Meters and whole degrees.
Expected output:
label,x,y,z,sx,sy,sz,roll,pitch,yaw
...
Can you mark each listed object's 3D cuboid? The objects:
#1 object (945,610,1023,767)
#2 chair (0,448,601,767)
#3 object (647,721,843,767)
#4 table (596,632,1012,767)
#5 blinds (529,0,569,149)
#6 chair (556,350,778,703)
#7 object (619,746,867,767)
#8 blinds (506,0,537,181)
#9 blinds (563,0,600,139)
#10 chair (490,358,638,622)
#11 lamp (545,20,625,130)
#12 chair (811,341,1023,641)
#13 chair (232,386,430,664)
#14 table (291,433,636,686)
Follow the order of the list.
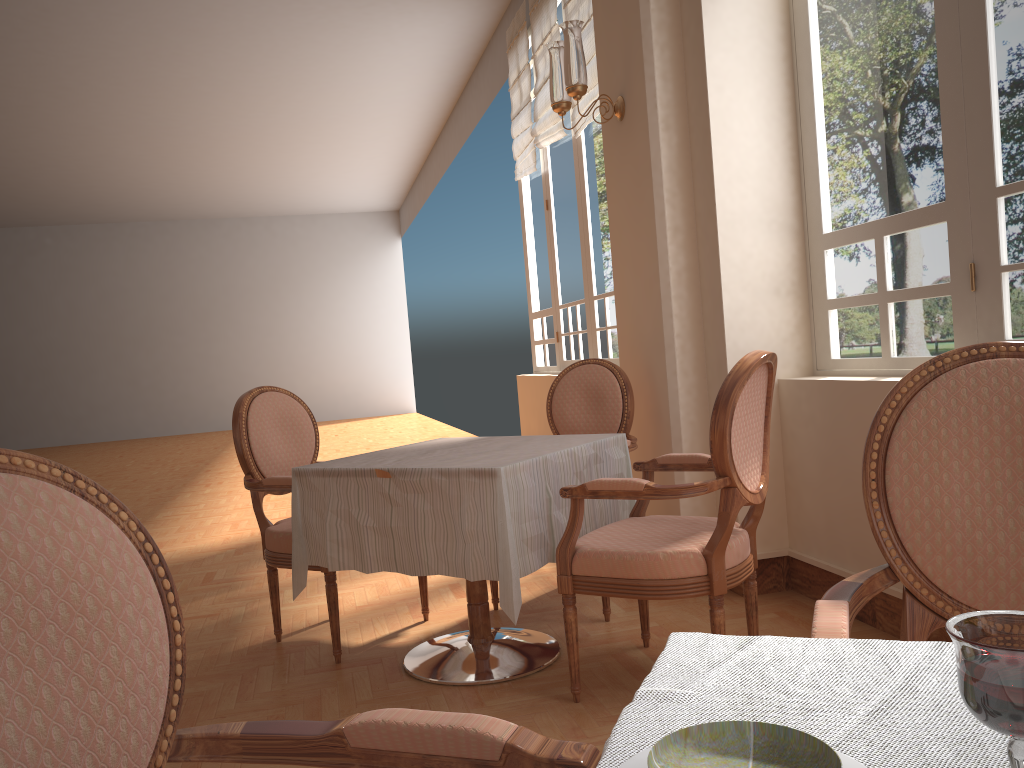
label,x,y,z,sx,sy,sz,roll,pitch,yaw
object,0.250,0.186,0.433,0.062,0.135,0.062,-4,3,19
chair,-0.214,0.500,0.671,0.593,0.932,0.520,-4,2,21
object,0.144,0.245,0.550,0.117,0.024,0.117,-5,2,-3
table,0.410,0.583,0.412,0.829,0.681,0.836,-4,2,21
blinds,0.221,-2.285,6.253,0.085,1.236,0.699,-5,2,-13
chair,0.471,0.386,2.506,0.593,0.932,0.520,-3,3,32
object,0.144,0.255,0.550,0.171,0.005,0.171,-4,2,25
blinds,0.063,-2.268,7.026,0.038,1.293,0.689,-5,2,-13
blinds,0.418,-2.242,5.422,0.054,1.302,0.689,-5,2,-13
chair,0.228,0.376,3.465,0.521,0.932,0.592,-3,3,32
lamp,0.308,-1.252,3.636,0.274,0.362,0.320,-5,2,-13
chair,0.644,0.418,1.061,0.521,0.932,0.592,-4,2,21
chair,-0.690,0.458,3.251,0.593,0.932,0.520,-3,3,32
table,-0.124,0.550,2.876,0.829,0.677,0.830,-3,2,32
